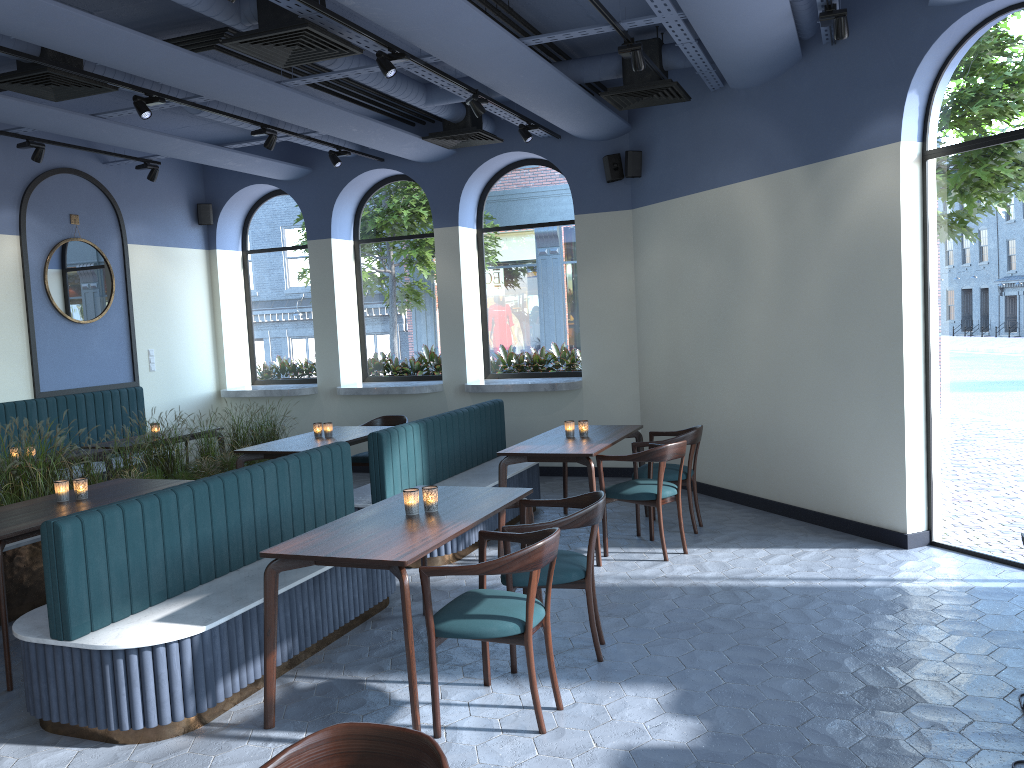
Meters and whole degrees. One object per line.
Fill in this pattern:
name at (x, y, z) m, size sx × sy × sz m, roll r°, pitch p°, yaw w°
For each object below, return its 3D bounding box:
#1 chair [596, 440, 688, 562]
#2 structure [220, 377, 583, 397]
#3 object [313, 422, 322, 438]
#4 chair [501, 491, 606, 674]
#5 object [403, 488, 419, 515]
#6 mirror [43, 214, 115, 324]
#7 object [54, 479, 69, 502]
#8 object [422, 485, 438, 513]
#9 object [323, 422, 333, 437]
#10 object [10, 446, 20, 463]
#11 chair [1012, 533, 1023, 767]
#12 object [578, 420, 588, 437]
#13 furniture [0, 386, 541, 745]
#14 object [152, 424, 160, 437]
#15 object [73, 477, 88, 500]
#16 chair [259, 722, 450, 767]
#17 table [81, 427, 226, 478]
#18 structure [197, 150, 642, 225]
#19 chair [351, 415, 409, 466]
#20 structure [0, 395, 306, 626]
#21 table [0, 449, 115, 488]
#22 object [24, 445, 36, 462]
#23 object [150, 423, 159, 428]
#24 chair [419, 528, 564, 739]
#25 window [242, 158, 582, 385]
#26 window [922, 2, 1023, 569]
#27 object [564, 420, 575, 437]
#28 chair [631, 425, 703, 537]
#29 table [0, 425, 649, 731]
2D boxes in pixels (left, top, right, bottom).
chair at (0.953, 0.778, 6.140) m, size 0.618 × 0.793 × 0.525 m, roll -7°, pitch 6°, yaw -44°
structure at (0.529, 0.319, 4.993) m, size 4.315 × 0.080 × 14.155 m, roll -4°, pitch 4°, yaw -17°
object at (-1.644, 0.390, 7.517) m, size 0.078 × 0.120 × 0.078 m, roll 0°, pitch 5°, yaw 39°
chair at (0.220, 0.946, 4.406) m, size 0.525 × 0.793 × 0.618 m, roll -2°, pitch 4°, yaw 8°
object at (-0.486, 0.570, 4.291) m, size 0.078 × 0.120 × 0.078 m, roll -3°, pitch 4°, yaw 5°
mirror at (-4.971, -0.996, 7.268) m, size 0.026 × 1.089 × 4.357 m, roll -1°, pitch 5°, yaw 22°
object at (-2.603, 0.619, 5.131) m, size 0.078 × 0.120 × 0.078 m, roll -3°, pitch 4°, yaw 5°
object at (-0.398, 0.563, 4.335) m, size 0.078 × 0.120 × 0.078 m, roll -3°, pitch 4°, yaw 5°
object at (-1.551, 0.388, 7.486) m, size 0.078 × 0.120 × 0.078 m, roll 0°, pitch 5°, yaw 39°
object at (-3.866, 0.552, 6.912) m, size 0.078 × 0.120 × 0.078 m, roll -3°, pitch 4°, yaw 5°
chair at (-0.315, 1.131, 1.229) m, size 3.651 × 0.949 × 6.322 m, roll -1°, pitch 5°, yaw 20°
object at (0.541, 0.337, 6.701) m, size 0.078 × 0.120 × 0.078 m, roll 0°, pitch 5°, yaw 39°
furniture at (-2.708, 0.760, 6.542) m, size 4.703 × 1.150 × 4.800 m, roll -1°, pitch 5°, yaw 22°
object at (-3.276, 0.428, 8.160) m, size 0.078 × 0.120 × 0.078 m, roll -3°, pitch 4°, yaw 5°
object at (-2.515, 0.611, 5.174) m, size 0.078 × 0.120 × 0.078 m, roll -3°, pitch 4°, yaw 5°
chair at (-0.352, 1.173, 1.762) m, size 0.618 × 0.793 × 0.525 m, roll -1°, pitch 5°, yaw 21°
table at (-3.275, 0.860, 8.257) m, size 0.548 × 0.755 × 1.332 m, roll -1°, pitch 5°, yaw 22°
structure at (-2.760, -1.570, 3.976) m, size 7.261 × 0.268 × 13.143 m, roll -3°, pitch 4°, yaw 5°
chair at (-1.221, 0.721, 8.438) m, size 0.618 × 0.793 × 0.525 m, roll -1°, pitch 5°, yaw 21°
structure at (-3.026, 0.738, 6.666) m, size 1.143 × 1.207 × 4.878 m, roll -1°, pitch 5°, yaw 23°
table at (-3.787, 0.983, 6.960) m, size 0.548 × 0.755 × 1.332 m, roll -1°, pitch 5°, yaw 22°
object at (-3.778, 0.544, 6.955) m, size 0.078 × 0.120 × 0.078 m, roll -3°, pitch 4°, yaw 5°
object at (-3.320, 0.424, 8.247) m, size 0.078 × 0.120 × 0.078 m, roll -3°, pitch 4°, yaw 5°
chair at (-0.046, 1.010, 3.736) m, size 0.525 × 0.793 × 0.618 m, roll -1°, pitch 5°, yaw 21°
window at (0.670, -0.920, 4.985) m, size 3.897 × 2.394 × 14.212 m, roll -4°, pitch 4°, yaw -18°
window at (2.999, -0.544, 5.292) m, size 0.020 × 3.335 × 1.298 m, roll -5°, pitch 5°, yaw -23°
object at (0.438, 0.340, 6.725) m, size 0.078 × 0.120 × 0.078 m, roll 0°, pitch 5°, yaw 39°
chair at (1.204, 0.718, 6.776) m, size 0.525 × 0.793 × 0.618 m, roll -1°, pitch 5°, yaw 21°
table at (-1.244, 1.116, 3.397) m, size 3.997 × 0.755 × 9.778 m, roll -3°, pitch 4°, yaw 5°
